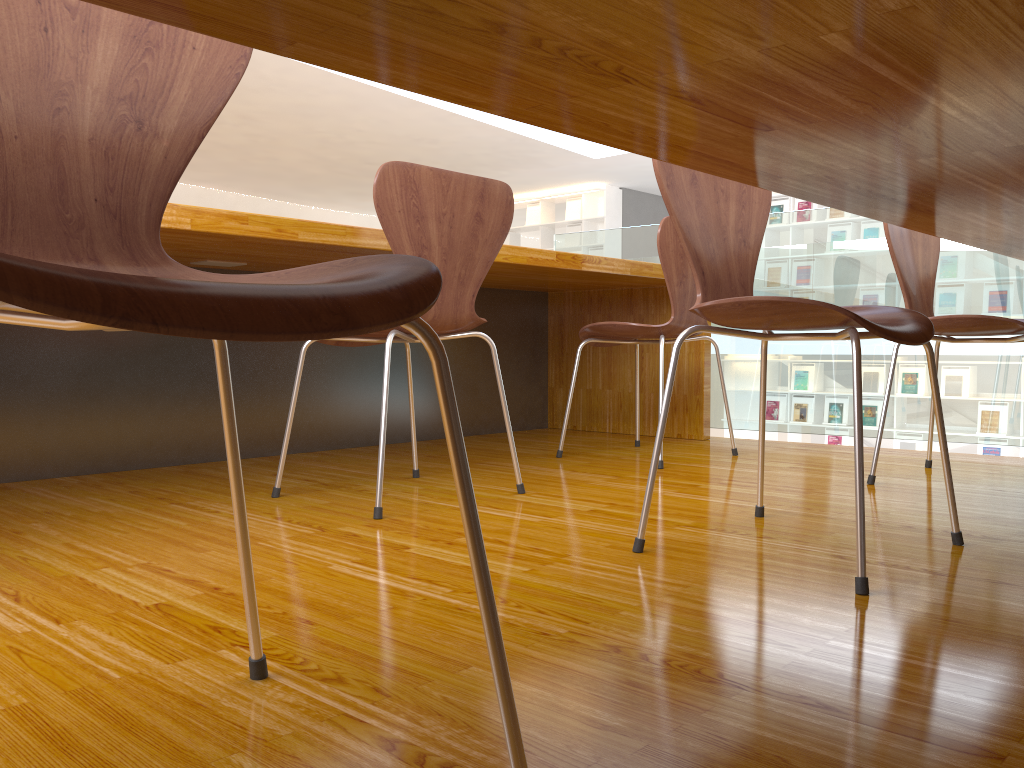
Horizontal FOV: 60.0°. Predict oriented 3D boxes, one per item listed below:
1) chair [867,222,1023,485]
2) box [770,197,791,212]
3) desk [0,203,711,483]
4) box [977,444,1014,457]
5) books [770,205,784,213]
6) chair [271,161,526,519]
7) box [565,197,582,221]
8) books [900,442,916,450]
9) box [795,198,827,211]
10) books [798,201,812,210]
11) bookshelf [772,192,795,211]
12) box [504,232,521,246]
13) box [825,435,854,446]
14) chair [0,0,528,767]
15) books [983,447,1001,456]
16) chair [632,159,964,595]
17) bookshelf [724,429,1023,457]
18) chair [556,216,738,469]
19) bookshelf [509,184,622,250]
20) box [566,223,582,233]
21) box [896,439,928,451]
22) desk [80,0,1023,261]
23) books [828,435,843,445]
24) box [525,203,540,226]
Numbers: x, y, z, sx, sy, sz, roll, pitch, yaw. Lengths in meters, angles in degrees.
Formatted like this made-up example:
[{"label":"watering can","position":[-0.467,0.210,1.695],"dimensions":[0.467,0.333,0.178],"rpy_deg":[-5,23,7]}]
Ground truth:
[{"label":"chair","position":[1.136,-0.105,2.153],"dimensions":[0.381,0.693,0.428],"rpy_deg":[2,3,43]},{"label":"box","position":[2.854,-1.811,9.386],"dimensions":[0.245,0.296,0.274],"rpy_deg":[2,3,43]},{"label":"desk","position":[-0.840,0.135,2.431],"dimensions":[1.248,1.022,3.216],"rpy_deg":[2,3,43]},{"label":"box","position":[4.388,0.634,8.055],"dimensions":[0.245,0.296,0.274],"rpy_deg":[2,3,43]},{"label":"books","position":[2.781,-1.773,9.316],"dimensions":[0.145,0.210,0.037],"rpy_deg":[2,3,43]},{"label":"chair","position":[-0.250,-0.097,1.965],"dimensions":[0.381,0.693,0.428],"rpy_deg":[2,3,43]},{"label":"box","position":[0.841,-2.217,11.334],"dimensions":[0.245,0.296,0.274],"rpy_deg":[2,3,43]},{"label":"books","position":[3.780,0.664,8.477],"dimensions":[0.145,0.210,0.037],"rpy_deg":[2,3,43]},{"label":"box","position":[3.085,-1.802,9.189],"dimensions":[0.245,0.296,0.274],"rpy_deg":[2,3,43]},{"label":"books","position":[3.003,-1.768,9.107],"dimensions":[0.145,0.210,0.037],"rpy_deg":[2,3,43]},{"label":"bookshelf","position":[3.753,-1.433,8.560],"dimensions":[3.666,1.836,0.498],"rpy_deg":[2,3,43]},{"label":"box","position":[-0.065,-1.923,12.191],"dimensions":[0.245,0.296,0.274],"rpy_deg":[2,3,43]},{"label":"box","position":[3.343,0.589,9.028],"dimensions":[0.245,0.296,0.274],"rpy_deg":[2,3,43]},{"label":"chair","position":[-0.261,-0.042,0.599],"dimensions":[0.381,0.693,0.428],"rpy_deg":[2,3,43]},{"label":"books","position":[4.313,0.675,7.980],"dimensions":[0.145,0.210,0.037],"rpy_deg":[2,3,43]},{"label":"chair","position":[0.474,-0.076,1.443],"dimensions":[0.381,0.693,0.428],"rpy_deg":[2,3,43]},{"label":"bookshelf","position":[3.788,0.624,8.680],"dimensions":[3.666,1.836,0.397],"rpy_deg":[2,3,43]},{"label":"chair","position":[0.413,-0.126,2.675],"dimensions":[0.381,0.693,0.428],"rpy_deg":[2,3,43]},{"label":"bookshelf","position":[0.117,-1.570,11.941],"dimensions":[2.984,1.836,0.498],"rpy_deg":[2,3,43]},{"label":"box","position":[0.840,-1.890,11.348],"dimensions":[0.245,0.296,0.274],"rpy_deg":[2,3,43]},{"label":"box","position":[3.858,0.615,8.548],"dimensions":[0.245,0.296,0.274],"rpy_deg":[2,3,43]},{"label":"desk","position":[0.705,-0.020,1.102],"dimensions":[0.760,0.606,3.356],"rpy_deg":[2,3,43]},{"label":"books","position":[3.261,0.630,8.964],"dimensions":[0.145,0.210,0.037],"rpy_deg":[2,3,43]},{"label":"box","position":[0.343,-2.237,11.794],"dimensions":[0.245,0.296,0.274],"rpy_deg":[2,3,43]}]
